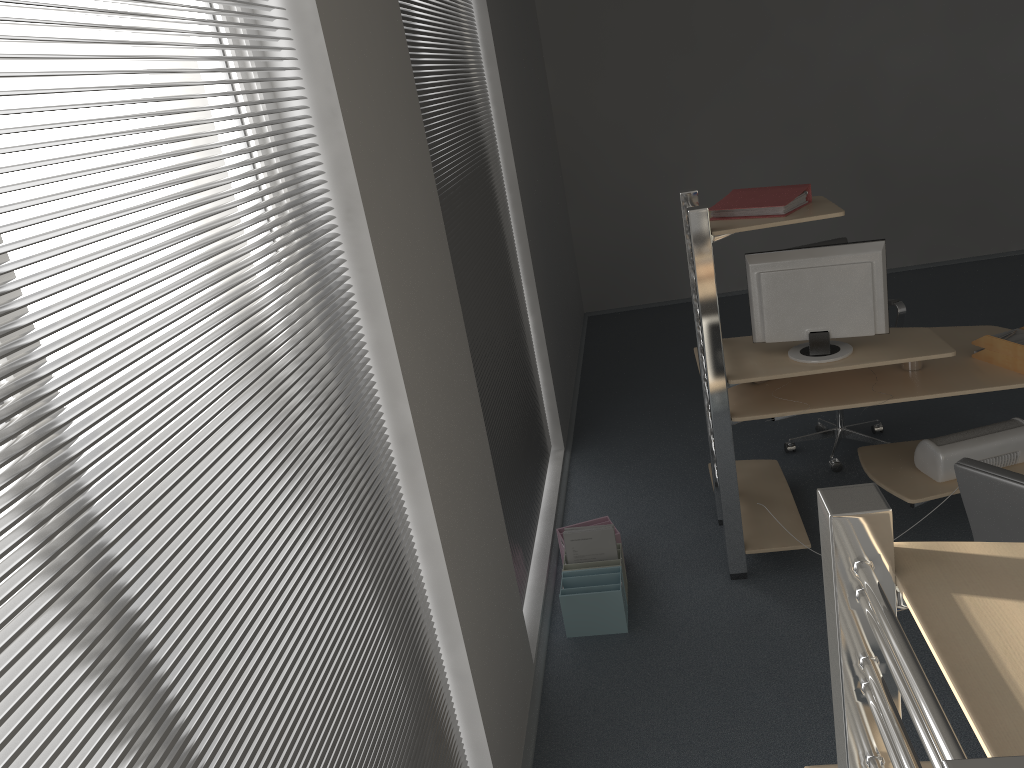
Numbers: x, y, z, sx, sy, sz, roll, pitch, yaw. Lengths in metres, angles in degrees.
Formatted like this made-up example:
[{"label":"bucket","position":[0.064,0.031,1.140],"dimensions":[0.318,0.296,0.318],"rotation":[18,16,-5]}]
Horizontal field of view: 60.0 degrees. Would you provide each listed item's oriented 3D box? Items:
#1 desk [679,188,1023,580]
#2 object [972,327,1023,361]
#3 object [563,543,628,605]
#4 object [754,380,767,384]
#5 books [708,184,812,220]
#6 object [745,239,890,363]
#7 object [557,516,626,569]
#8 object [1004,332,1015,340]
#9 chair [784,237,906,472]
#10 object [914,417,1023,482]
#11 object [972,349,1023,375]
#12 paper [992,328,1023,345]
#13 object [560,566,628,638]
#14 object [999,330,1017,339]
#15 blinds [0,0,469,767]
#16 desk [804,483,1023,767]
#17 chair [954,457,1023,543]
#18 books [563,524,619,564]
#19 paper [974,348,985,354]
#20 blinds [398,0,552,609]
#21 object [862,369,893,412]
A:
[{"label":"desk","position":[1.552,-0.159,3.804],"dimensions":[1.469,1.566,0.967],"rotation":[-8,19,10]},{"label":"object","position":[2.012,-0.175,3.479],"dimensions":[0.225,0.060,0.309],"rotation":[-14,19,-10]},{"label":"object","position":[0.357,0.822,3.766],"dimensions":[0.245,0.202,0.185],"rotation":[-8,19,10]},{"label":"object","position":[1.080,-0.050,3.803],"dimensions":[0.159,0.064,0.054],"rotation":[-18,20,-22]},{"label":"books","position":[0.958,-0.707,3.447],"dimensions":[0.320,0.072,0.262],"rotation":[5,24,40]},{"label":"object","position":[1.184,-0.319,3.478],"dimensions":[0.516,0.418,0.245],"rotation":[0,22,30]},{"label":"object","position":[0.356,0.749,3.981],"dimensions":[0.245,0.202,0.185],"rotation":[-13,19,-7]},{"label":"object","position":[1.979,-0.185,3.552],"dimensions":[0.159,0.009,0.008],"rotation":[-23,22,-33]},{"label":"chair","position":[1.648,-0.147,4.533],"dimensions":[0.584,1.048,0.652],"rotation":[-12,19,-3]},{"label":"object","position":[1.909,0.240,3.752],"dimensions":[0.438,0.162,0.351],"rotation":[-13,19,-5]},{"label":"object","position":[2.022,-0.123,3.497],"dimensions":[0.225,0.060,0.309],"rotation":[-14,19,-10]},{"label":"paper","position":[2.014,-0.160,3.486],"dimensions":[0.210,0.010,0.297],"rotation":[-14,19,-10]},{"label":"object","position":[0.336,0.885,3.593],"dimensions":[0.245,0.202,0.185],"rotation":[-8,19,10]},{"label":"object","position":[1.989,-0.195,3.578],"dimensions":[0.159,0.009,0.008],"rotation":[-20,20,-25]},{"label":"blinds","position":[-0.448,0.354,1.229],"dimensions":[0.037,2.749,1.950],"rotation":[-8,19,10]},{"label":"desk","position":[1.237,0.789,1.194],"dimensions":[1.469,1.566,0.967],"rotation":[-8,19,10]},{"label":"chair","position":[1.578,0.633,2.279],"dimensions":[0.652,1.048,0.584],"rotation":[-19,20,-23]},{"label":"books","position":[0.347,0.752,3.757],"dimensions":[0.220,0.306,0.068],"rotation":[-7,19,10]},{"label":"paper","position":[2.024,-0.111,3.502],"dimensions":[0.210,0.019,0.297],"rotation":[-14,19,-10]},{"label":"blinds","position":[-0.133,-0.595,3.845],"dimensions":[0.022,2.770,1.950],"rotation":[-8,19,10]},{"label":"object","position":[1.499,-0.055,3.722],"dimensions":[0.478,0.082,0.814],"rotation":[-5,19,17]}]
